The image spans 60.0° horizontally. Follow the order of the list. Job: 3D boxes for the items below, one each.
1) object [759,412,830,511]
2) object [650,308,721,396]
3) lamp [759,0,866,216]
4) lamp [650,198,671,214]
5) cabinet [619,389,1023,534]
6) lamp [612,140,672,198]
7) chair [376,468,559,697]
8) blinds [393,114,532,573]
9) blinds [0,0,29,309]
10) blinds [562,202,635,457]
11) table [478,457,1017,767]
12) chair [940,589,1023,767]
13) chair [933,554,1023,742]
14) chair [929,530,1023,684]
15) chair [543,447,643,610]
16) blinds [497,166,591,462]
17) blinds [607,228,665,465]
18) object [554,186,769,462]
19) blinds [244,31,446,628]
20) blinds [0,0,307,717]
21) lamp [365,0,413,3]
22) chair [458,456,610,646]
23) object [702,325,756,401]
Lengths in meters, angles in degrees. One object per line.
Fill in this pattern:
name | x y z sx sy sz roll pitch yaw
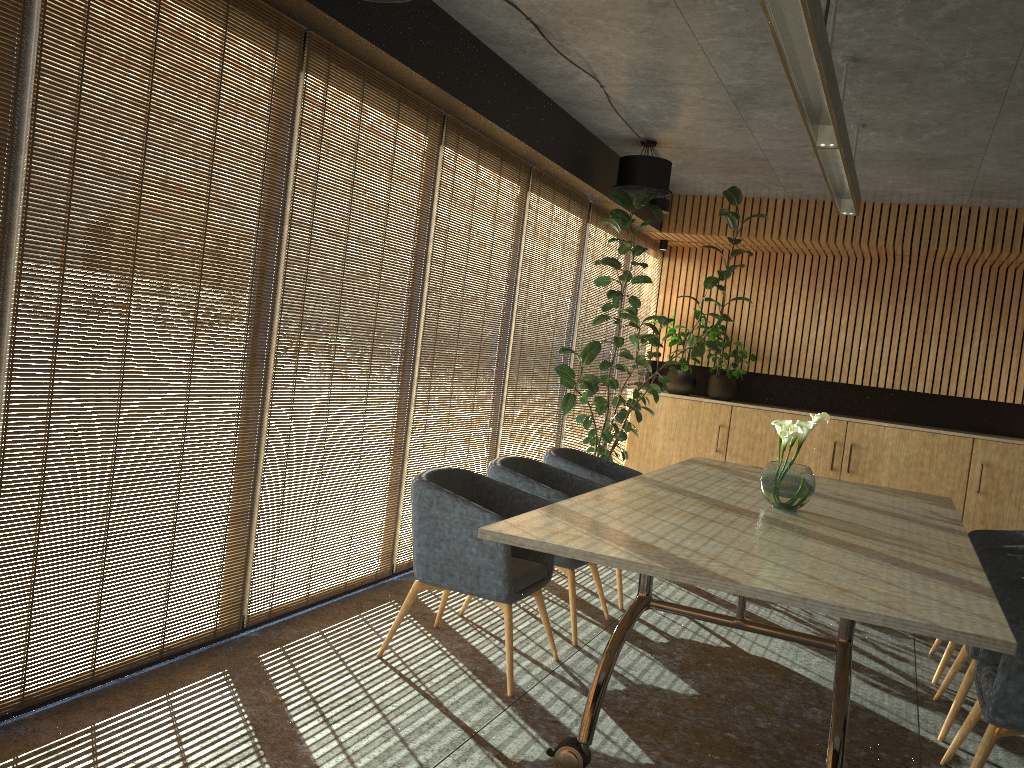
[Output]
object | 1.525 0.407 4.841 0.295 0.546 0.322 9 3 33
object | 2.016 -0.403 10.624 0.640 1.054 0.666 6 3 -25
lamp | 1.733 -1.572 4.752 0.151 0.618 4.009 8 3 24
lamp | 3.351 -1.736 8.677 4.179 0.294 0.257 8 3 24
cabinet | 3.707 1.000 9.968 4.954 1.272 1.006 8 3 24
lamp | 1.143 -1.862 7.619 0.513 0.497 0.513 7 3 -6
chair | -0.161 0.953 4.572 0.761 0.944 0.706 8 3 24
blinds | -0.319 -0.246 6.470 0.039 3.038 1.422 8 3 24
blinds | -2.081 -0.270 2.456 0.039 3.038 1.422 8 3 24
blinds | 0.872 -0.230 9.181 0.039 3.038 1.422 8 3 24
table | 1.433 1.137 4.853 1.816 0.927 3.932 8 3 24
chair | 2.201 1.282 3.533 0.761 0.944 0.706 8 3 24
chair | 2.562 1.287 4.356 0.761 0.944 0.706 8 3 24
chair | 2.924 1.292 5.180 0.761 0.944 0.706 8 3 24
chair | 0.563 0.963 6.219 0.761 0.944 0.706 8 3 24
blinds | 0.272 -0.238 7.814 0.039 3.038 1.422 8 3 24
blinds | 1.463 -0.222 10.526 0.039 3.038 1.422 8 3 24
object | 1.068 -0.254 8.510 1.875 3.266 1.958 5 3 -28
blinds | -1.584 -0.200 2.618 1.388 3.075 6.486 7 3 5
blinds | -1.491 -0.262 3.800 0.039 3.038 1.422 8 3 24
lamp | -0.582 -1.883 3.646 0.513 0.497 0.513 7 3 12
chair | 0.201 0.958 5.395 0.761 0.944 0.706 8 3 24
object | 2.466 -0.252 10.409 0.679 0.880 0.512 8 3 27
